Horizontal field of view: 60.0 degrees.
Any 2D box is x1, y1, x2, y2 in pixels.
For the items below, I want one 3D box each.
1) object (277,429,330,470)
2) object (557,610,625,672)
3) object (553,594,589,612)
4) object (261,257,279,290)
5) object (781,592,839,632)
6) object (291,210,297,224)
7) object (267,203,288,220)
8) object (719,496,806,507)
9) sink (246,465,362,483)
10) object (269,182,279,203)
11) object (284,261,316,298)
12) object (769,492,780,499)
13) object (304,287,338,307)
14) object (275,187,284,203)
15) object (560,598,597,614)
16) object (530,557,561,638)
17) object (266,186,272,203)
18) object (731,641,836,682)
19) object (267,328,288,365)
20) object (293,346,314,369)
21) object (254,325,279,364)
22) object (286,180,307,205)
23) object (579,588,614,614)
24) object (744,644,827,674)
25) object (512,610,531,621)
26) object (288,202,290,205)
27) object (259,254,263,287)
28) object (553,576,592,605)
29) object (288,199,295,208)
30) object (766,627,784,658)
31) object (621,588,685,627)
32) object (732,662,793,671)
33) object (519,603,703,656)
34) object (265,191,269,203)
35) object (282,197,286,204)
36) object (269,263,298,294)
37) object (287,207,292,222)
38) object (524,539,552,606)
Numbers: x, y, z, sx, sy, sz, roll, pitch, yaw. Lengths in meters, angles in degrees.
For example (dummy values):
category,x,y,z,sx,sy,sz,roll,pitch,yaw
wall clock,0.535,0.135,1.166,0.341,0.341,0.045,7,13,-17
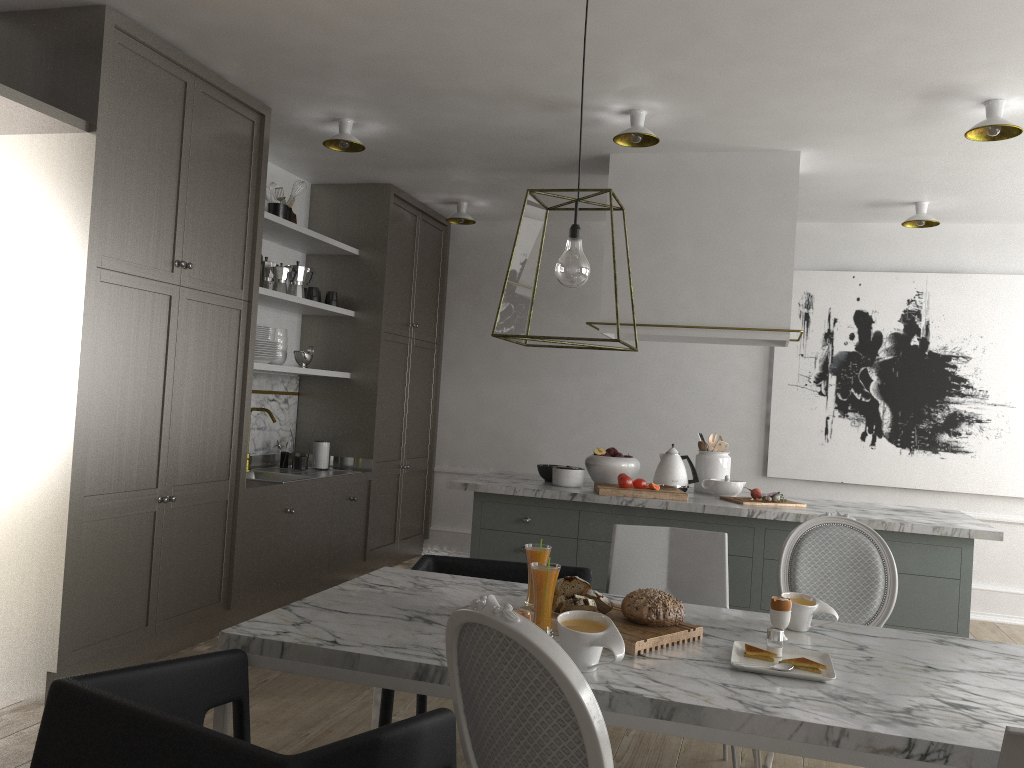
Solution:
category,x,y,z,sx,sy,sz,roll,pitch,yaw
object,-1.192,0.373,5.106,0.307,0.229,0.144,4,-1,-31
object,0.168,0.529,1.795,0.170,0.105,0.110,3,-1,36
object,0.147,0.529,2.138,0.083,0.057,0.072,4,-1,-8
object,-1.316,-0.578,4.778,0.175,0.212,0.111,5,-1,-38
object,0.756,0.586,2.264,0.138,0.085,0.089,3,-1,11
object,-1.242,-0.928,4.981,0.038,0.183,0.092,3,-1,26
object,-1.257,-0.900,4.748,0.108,0.118,0.108,4,-1,7
object,1.158,0.544,4.103,0.330,0.012,0.220,4,-1,-14
sink,-1.224,0.568,4.803,0.475,0.174,0.877,3,-1,16
object,-1.252,-0.989,4.690,0.050,0.148,0.085,3,-1,18
object,-1.166,-0.567,4.862,0.175,0.212,0.111,4,-1,-13
object,1.232,0.525,4.164,0.057,0.039,0.049,3,-1,13
object,-1.145,-0.502,5.177,0.173,0.098,0.264,3,-1,24
object,-1.223,-0.942,4.713,0.039,0.185,0.132,4,-1,7
object,0.162,0.531,2.113,0.083,0.055,0.073,4,-1,-8
object,0.073,0.485,2.035,0.071,0.188,0.071,3,-1,37
object,-1.307,-0.991,4.772,0.085,0.148,0.050,4,-1,-12
object,0.586,0.603,1.928,0.212,0.014,0.212,3,-1,16
object,-1.349,-0.208,4.895,0.149,0.216,0.309,4,-1,9
object,-1.169,-0.153,4.998,0.102,0.135,0.210,4,-1,8
object,-1.346,-0.204,4.541,0.300,0.195,0.306,3,-1,12
object,-1.177,-1.030,4.828,0.070,0.187,0.135,3,-1,19
object,0.205,0.529,2.150,0.079,0.067,0.074,4,-1,-12
object,0.587,0.601,1.938,0.197,0.014,0.068,3,-2,44
object,0.012,0.518,1.832,0.050,0.101,0.050,3,-1,12
object,-1.249,-0.949,4.901,0.016,0.191,0.106,3,-1,26
object,-1.328,-0.619,4.587,0.089,0.282,0.082,3,-1,11
object,0.149,0.517,2.222,0.086,0.087,0.090,4,-1,-7
object,-1.233,-0.941,4.869,0.083,0.201,0.023,4,-1,-19
object,0.589,0.579,1.987,0.036,0.060,0.036,4,-1,-33
object,0.341,0.533,2.134,0.157,0.075,0.151,5,-1,-38
object,0.530,0.596,1.870,0.132,0.013,0.032,4,-1,-9
object,0.236,0.578,2.146,0.260,0.031,0.360,5,-2,-44
object,-1.299,-0.949,4.744,0.059,0.199,0.098,3,-1,35
object,-1.268,-0.942,4.895,0.023,0.202,0.079,4,-1,-4
object,-1.203,-0.551,4.647,0.138,0.167,0.087,3,-1,12
object,-1.267,-0.904,4.860,0.112,0.128,0.112,4,-1,0
object,0.064,0.490,2.298,0.071,0.188,0.071,3,-1,37
